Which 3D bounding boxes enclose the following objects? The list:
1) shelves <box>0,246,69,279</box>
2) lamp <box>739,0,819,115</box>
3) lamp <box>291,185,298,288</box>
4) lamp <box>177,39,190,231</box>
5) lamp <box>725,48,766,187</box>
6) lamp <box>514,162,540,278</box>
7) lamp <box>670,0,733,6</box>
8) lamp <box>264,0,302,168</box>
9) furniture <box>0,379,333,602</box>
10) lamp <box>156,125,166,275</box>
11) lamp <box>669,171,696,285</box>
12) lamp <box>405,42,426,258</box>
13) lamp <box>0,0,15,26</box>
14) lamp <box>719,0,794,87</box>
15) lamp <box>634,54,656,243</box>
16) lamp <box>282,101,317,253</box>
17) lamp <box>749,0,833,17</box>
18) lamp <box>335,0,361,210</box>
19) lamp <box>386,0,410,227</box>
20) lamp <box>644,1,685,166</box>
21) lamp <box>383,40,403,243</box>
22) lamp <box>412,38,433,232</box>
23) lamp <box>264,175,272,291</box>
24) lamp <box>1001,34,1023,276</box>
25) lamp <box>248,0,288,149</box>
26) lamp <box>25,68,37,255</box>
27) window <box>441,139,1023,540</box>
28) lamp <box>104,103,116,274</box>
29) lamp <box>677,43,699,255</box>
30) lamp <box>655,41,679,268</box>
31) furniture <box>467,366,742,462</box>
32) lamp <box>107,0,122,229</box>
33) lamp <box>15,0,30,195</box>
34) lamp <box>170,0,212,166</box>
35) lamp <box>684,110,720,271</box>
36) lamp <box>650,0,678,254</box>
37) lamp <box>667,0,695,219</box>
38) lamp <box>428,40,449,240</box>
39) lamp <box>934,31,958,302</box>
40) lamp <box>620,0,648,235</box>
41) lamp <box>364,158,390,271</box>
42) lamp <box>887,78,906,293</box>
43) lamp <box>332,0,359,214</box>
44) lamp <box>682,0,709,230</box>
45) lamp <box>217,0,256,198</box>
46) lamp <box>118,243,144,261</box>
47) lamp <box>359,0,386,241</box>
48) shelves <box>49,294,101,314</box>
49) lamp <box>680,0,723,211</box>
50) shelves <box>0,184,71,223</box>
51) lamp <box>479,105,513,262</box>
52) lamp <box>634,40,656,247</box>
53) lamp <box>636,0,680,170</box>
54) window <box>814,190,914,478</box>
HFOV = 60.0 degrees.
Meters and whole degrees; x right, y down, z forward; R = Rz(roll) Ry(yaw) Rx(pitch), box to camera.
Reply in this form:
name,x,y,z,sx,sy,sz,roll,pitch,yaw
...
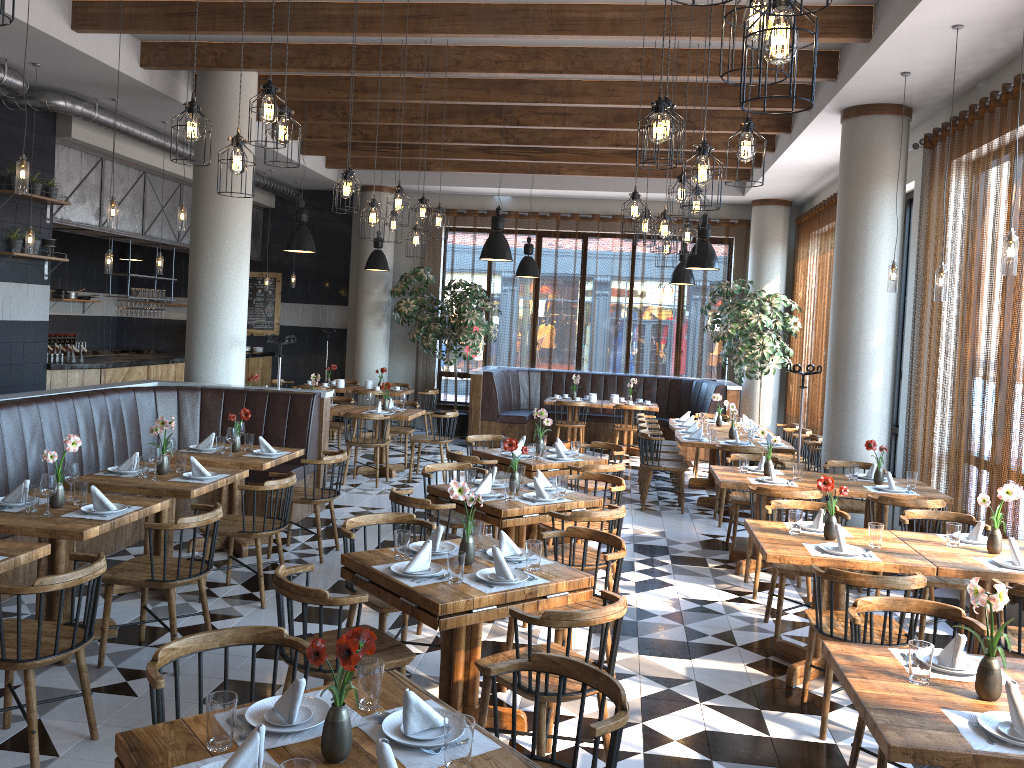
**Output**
name,x,y,z,sx,sy,sz,roll,pitch,yaw
shelves,-5.149,-1.290,9.501,0.247,0.297,0.906,3,4,7
lamp,0.704,-1.714,2.152,0.175,2.068,0.175,4,2,20
lamp,-3.631,-2.599,14.871,0.078,1.962,0.078,4,2,39
lamp,-2.984,-2.386,8.116,0.078,1.962,0.078,3,2,-17
lamp,1.126,-1.954,4.066,0.175,2.068,0.175,2,2,-32
lamp,0.274,-2.525,13.215,0.390,1.863,0.391,3,2,10
lamp,0.504,-1.949,2.053,0.175,2.068,0.175,4,2,20
lamp,-1.110,-2.140,4.456,0.175,2.068,0.175,2,2,-21
furniture,-3.124,0.787,5.452,1.918,1.148,6.597,3,4,7
lamp,-4.171,-2.292,10.580,0.078,1.962,0.078,3,1,-7
lamp,2.537,-2.387,12.933,0.391,1.863,0.390,4,2,20
lamp,-0.845,-2.207,8.204,0.175,2.068,0.175,4,2,25
lamp,-1.371,-2.008,2.320,0.175,2.068,0.175,4,2,40
lamp,0.709,-1.860,2.370,0.175,2.068,0.175,3,2,-14
lamp,1.243,-2.311,7.931,0.175,2.068,0.175,3,1,-7
lamp,-2.419,-2.464,10.258,0.390,1.863,0.391,3,2,-15
lamp,0.671,-1.875,1.936,0.175,2.068,0.175,3,1,9
lamp,-1.182,-2.348,6.621,0.175,2.068,0.175,2,2,-22
lamp,-0.813,-2.233,6.677,0.175,2.068,0.175,4,2,34
lamp,0.768,-2.079,4.166,0.175,2.068,0.175,3,1,2
lamp,-1.058,-2.351,8.219,0.175,2.068,0.175,3,1,-8
lamp,-0.761,-2.419,7.978,0.175,2.068,0.175,4,2,25
lamp,-3.774,-2.426,13.774,0.078,1.962,0.078,4,2,36
lamp,2.863,-1.595,4.993,0.078,1.962,0.078,3,2,14
lamp,-1.127,-2.184,4.247,0.175,2.068,0.175,3,2,-10
lamp,-4.460,-2.192,8.259,0.078,1.962,0.078,3,2,-17
window,3.024,-0.517,9.068,4.490,3.160,15.164,2,4,-16
lamp,-4.305,-2.169,9.538,0.078,1.962,0.078,4,2,39
lamp,1.612,-2.189,7.887,0.175,2.068,0.175,2,2,-40
lamp,1.409,-2.061,7.789,0.175,2.068,0.175,3,1,-7
furniture,1.440,0.433,14.133,4.039,1.149,1.920,3,3,7
lamp,-3.127,-2.213,7.018,0.078,1.962,0.078,2,2,-43
lamp,-3.255,-2.260,5.951,0.078,1.962,0.078,4,2,26
lamp,-1.509,-2.106,4.280,0.175,2.068,0.175,2,2,-43
lamp,2.131,-2.188,9.692,0.390,1.863,0.391,3,2,-15
lamp,1.142,-1.977,6.350,0.175,2.068,0.175,4,2,26
lamp,1.222,-2.189,6.122,0.175,2.068,0.175,4,2,26
lamp,-0.630,-2.366,8.139,0.175,2.068,0.175,3,2,14
lamp,2.990,-1.547,6.060,0.078,1.962,0.078,2,2,-43
lamp,0.929,-2.121,6.369,0.175,2.068,0.175,3,1,-7
lamp,-2.013,-2.664,13.500,0.390,1.863,0.391,2,2,-35
lamp,3.134,-1.720,7.158,0.078,1.962,0.078,3,2,-17
lamp,-1.159,-2.276,6.416,0.175,2.068,0.175,2,2,-33
lamp,1.356,-2.136,6.280,0.175,2.068,0.175,3,2,15
lamp,-1.323,-1.973,4.393,0.175,2.068,0.175,3,2,-10
lamp,-6.038,-2.440,14.091,0.390,0.936,0.391,1,2,-40
lamp,-0.984,-2.101,6.531,0.175,2.068,0.175,2,2,-22
shelves,-7.233,-1.309,14.646,0.300,0.297,1.043,3,4,7
lamp,0.909,-1.829,3.999,0.175,2.068,0.175,3,1,2
shelves,-5.116,-1.918,9.485,0.247,0.297,0.906,3,4,7
lamp,-0.132,-2.325,9.972,0.390,1.863,0.391,3,2,-5
lamp,1.211,-2.242,7.726,0.175,2.068,0.175,3,2,-18
lamp,0.705,-2.012,3.968,0.175,2.068,0.175,3,2,-10
window,4.359,-0.601,11.323,0.365,3.162,4.973,3,3,7
